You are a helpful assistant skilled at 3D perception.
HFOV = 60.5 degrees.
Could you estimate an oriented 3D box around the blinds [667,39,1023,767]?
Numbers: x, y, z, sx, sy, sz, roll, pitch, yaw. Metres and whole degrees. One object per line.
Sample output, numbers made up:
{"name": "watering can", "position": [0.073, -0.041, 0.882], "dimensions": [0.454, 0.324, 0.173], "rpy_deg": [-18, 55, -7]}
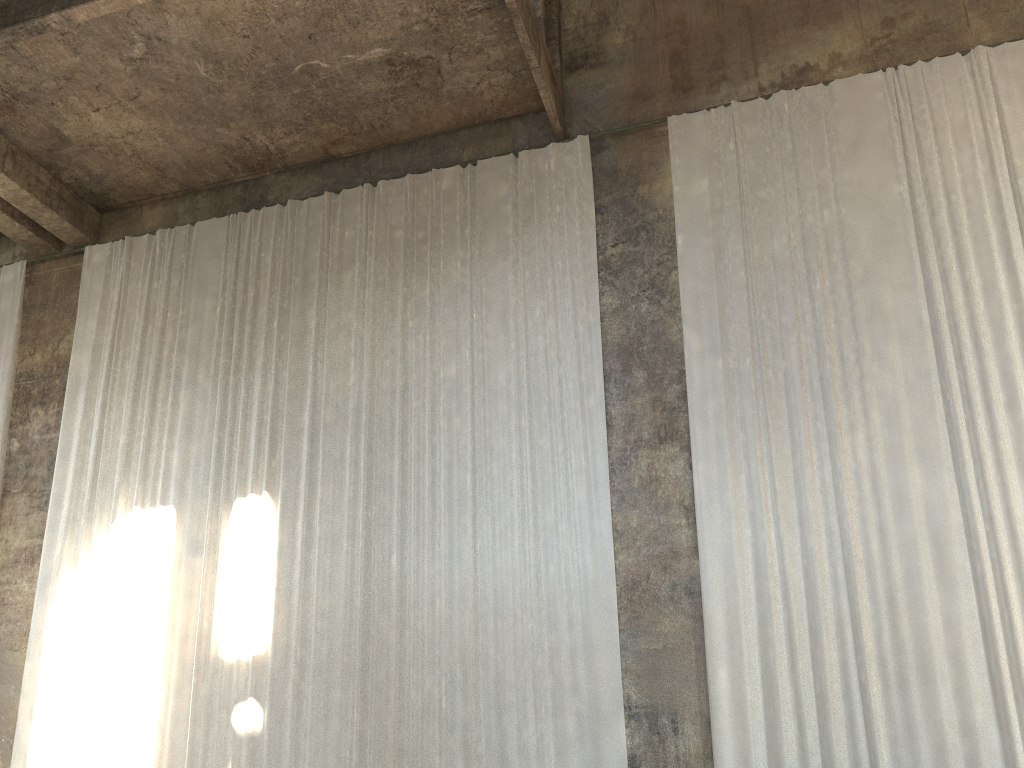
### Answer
{"name": "blinds", "position": [5.628, 0.136, 8.498], "dimensions": [7.860, 8.303, 0.284], "rpy_deg": [-8, -19, 17]}

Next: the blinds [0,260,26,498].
{"name": "blinds", "position": [-10.944, 2.580, 13.212], "dimensions": [7.853, 8.303, 0.285], "rpy_deg": [-7, -18, 15]}

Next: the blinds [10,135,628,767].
{"name": "blinds", "position": [-2.646, 1.357, 10.851], "dimensions": [7.860, 8.303, 0.284], "rpy_deg": [-8, -19, 17]}
